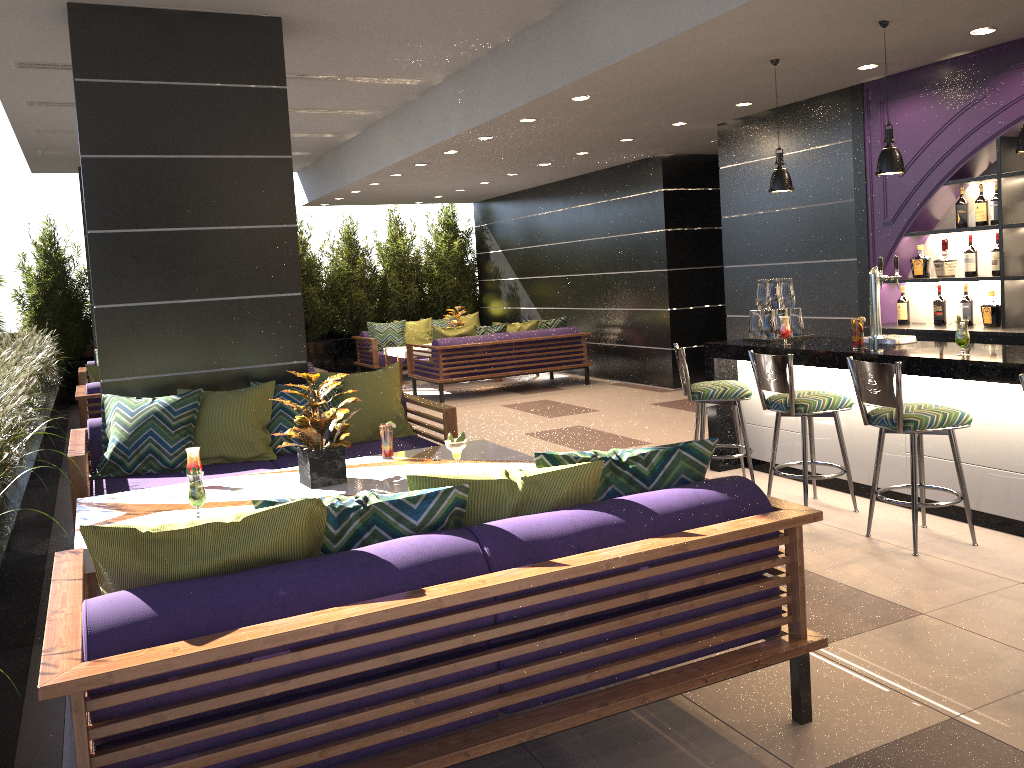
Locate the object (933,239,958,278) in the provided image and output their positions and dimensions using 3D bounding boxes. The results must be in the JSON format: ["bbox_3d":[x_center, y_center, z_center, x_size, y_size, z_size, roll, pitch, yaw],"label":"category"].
[{"bbox_3d":[3.133,-0.909,6.399,0.123,0.278,0.124,-4,4,-12],"label":"object"}]

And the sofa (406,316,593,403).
[{"bbox_3d":[-0.171,-0.379,11.403,2.131,0.916,1.122,-7,6,-25],"label":"sofa"}]

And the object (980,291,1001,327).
[{"bbox_3d":[3.306,-0.517,6.097,0.094,0.247,0.152,-5,4,-15],"label":"object"}]

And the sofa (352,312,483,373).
[{"bbox_3d":[-1.281,-0.590,13.717,2.131,0.916,1.122,-7,6,-25],"label":"sofa"}]

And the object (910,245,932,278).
[{"bbox_3d":[3.037,-0.909,6.575,0.094,0.247,0.151,-6,5,-36],"label":"object"}]

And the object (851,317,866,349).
[{"bbox_3d":[2.022,-0.299,5.170,0.067,0.189,0.085,-4,4,0],"label":"object"}]

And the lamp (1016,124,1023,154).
[{"bbox_3d":[2.518,-1.562,4.282,0.163,0.861,0.163,-2,4,17],"label":"lamp"}]

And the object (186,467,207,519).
[{"bbox_3d":[-1.272,0.434,3.572,0.069,0.210,0.069,-7,5,-42],"label":"object"}]

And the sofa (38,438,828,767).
[{"bbox_3d":[-0.234,0.669,2.767,2.131,0.916,1.122,-7,6,-25],"label":"sofa"}]

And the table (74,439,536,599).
[{"bbox_3d":[-0.857,0.730,4.083,2.041,0.551,0.944,-7,7,-25],"label":"table"}]

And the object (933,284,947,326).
[{"bbox_3d":[3.126,-0.579,6.471,0.086,0.298,0.087,-2,4,23],"label":"object"}]

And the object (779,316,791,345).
[{"bbox_3d":[1.764,-0.345,5.718,0.069,0.180,0.069,-1,5,37],"label":"object"}]

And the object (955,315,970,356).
[{"bbox_3d":[2.319,-0.254,4.558,0.069,0.210,0.069,-7,5,-42],"label":"object"}]

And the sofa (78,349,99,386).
[{"bbox_3d":[-4.018,-0.052,10.653,2.131,0.916,1.122,-7,6,-25],"label":"sofa"}]

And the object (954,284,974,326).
[{"bbox_3d":[3.219,-0.569,6.284,0.104,0.314,0.087,-5,4,-20],"label":"object"}]

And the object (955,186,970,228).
[{"bbox_3d":[3.195,-1.252,6.284,0.086,0.296,0.087,-2,4,23],"label":"object"}]

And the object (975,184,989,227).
[{"bbox_3d":[3.263,-1.239,6.150,0.086,0.298,0.087,-2,4,23],"label":"object"}]

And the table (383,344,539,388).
[{"bbox_3d":[-0.690,-0.303,12.557,2.041,0.551,0.944,-7,7,-25],"label":"table"}]

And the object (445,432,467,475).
[{"bbox_3d":[-0.255,0.317,4.086,0.105,0.196,0.106,-3,4,3],"label":"object"}]

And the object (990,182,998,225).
[{"bbox_3d":[3.294,-1.234,6.019,0.104,0.314,0.087,-5,4,-20],"label":"object"}]

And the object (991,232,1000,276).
[{"bbox_3d":[3.309,-0.884,6.024,0.086,0.297,0.087,-2,4,23],"label":"object"}]

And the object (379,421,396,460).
[{"bbox_3d":[-0.632,0.289,4.532,0.084,0.189,0.067,-4,4,0],"label":"object"}]

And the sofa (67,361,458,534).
[{"bbox_3d":[-1.509,0.426,5.424,2.131,0.916,1.122,-7,6,-25],"label":"sofa"}]

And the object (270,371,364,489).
[{"bbox_3d":[-0.885,0.196,4.044,0.430,0.524,0.426,-5,5,-13],"label":"object"}]

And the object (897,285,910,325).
[{"bbox_3d":[2.988,-0.604,6.760,0.086,0.298,0.087,-2,4,23],"label":"object"}]

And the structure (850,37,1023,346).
[{"bbox_3d":[3.759,-0.761,4.902,0.531,2.749,4.641,-5,6,-25],"label":"structure"}]

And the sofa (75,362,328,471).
[{"bbox_3d":[-2.907,0.159,8.339,2.131,0.916,1.122,-7,6,-25],"label":"sofa"}]

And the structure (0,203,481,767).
[{"bbox_3d":[1.157,-0.628,3.610,7.835,3.109,24.786,-7,7,-25],"label":"structure"}]

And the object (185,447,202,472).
[{"bbox_3d":[-1.493,0.392,4.160,0.069,0.180,0.069,-7,5,-42],"label":"object"}]

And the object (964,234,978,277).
[{"bbox_3d":[3.207,-0.897,6.187,0.086,0.296,0.087,-2,4,23],"label":"object"}]

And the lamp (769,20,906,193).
[{"bbox_3d":[1.955,-1.669,5.455,0.193,0.860,1.083,-5,6,-25],"label":"lamp"}]

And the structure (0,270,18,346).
[{"bbox_3d":[-7.869,-0.951,10.174,3.748,3.290,3.822,-2,6,17],"label":"structure"}]

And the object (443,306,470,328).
[{"bbox_3d":[-0.763,-0.833,12.496,0.430,0.524,0.426,-4,5,-8],"label":"object"}]
